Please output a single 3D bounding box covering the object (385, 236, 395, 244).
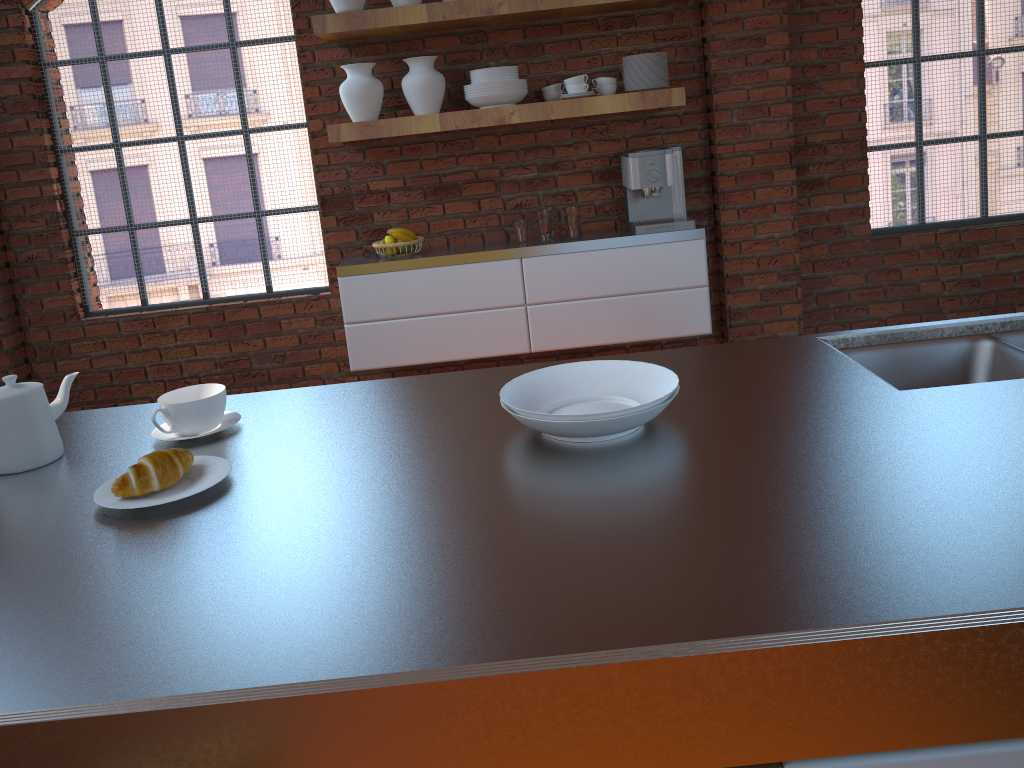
[{"bbox_3d":[-0.549,-0.646,3.958,0.045,0.052,0.052,-8,13,-10],"label":"object"}]

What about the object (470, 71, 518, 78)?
[{"bbox_3d":[-0.075,-1.336,3.867,0.214,0.054,0.219,-8,16,-7],"label":"object"}]

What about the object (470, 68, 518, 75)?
[{"bbox_3d":[-0.076,-1.345,3.866,0.214,0.054,0.219,-8,16,-7],"label":"object"}]

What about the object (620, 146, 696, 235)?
[{"bbox_3d":[0.655,-0.882,3.958,0.270,0.362,0.388,-6,13,1],"label":"object"}]

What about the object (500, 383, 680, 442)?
[{"bbox_3d":[0.125,0.038,1.396,0.285,0.054,0.286,-14,18,-26],"label":"object"}]

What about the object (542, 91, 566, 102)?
[{"bbox_3d":[0.188,-1.303,4.000,0.093,0.046,0.100,-11,16,-19],"label":"object"}]

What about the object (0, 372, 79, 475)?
[{"bbox_3d":[-0.841,0.059,1.505,0.118,0.152,0.202,-5,14,7],"label":"object"}]

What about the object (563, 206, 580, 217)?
[{"bbox_3d":[0.271,-0.739,3.939,0.078,0.102,0.079,-3,12,13],"label":"object"}]

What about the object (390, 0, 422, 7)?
[{"bbox_3d":[-0.454,-1.661,3.781,0.181,0.101,0.184,4,18,36],"label":"object"}]

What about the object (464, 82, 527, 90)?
[{"bbox_3d":[-0.070,-1.287,3.876,0.283,0.054,0.287,-11,16,-15],"label":"object"}]

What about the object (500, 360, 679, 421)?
[{"bbox_3d":[0.124,0.028,1.395,0.285,0.054,0.286,-14,18,-26],"label":"object"}]

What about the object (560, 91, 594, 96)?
[{"bbox_3d":[0.284,-1.265,3.848,0.156,0.012,0.155,-18,20,-37],"label":"object"}]

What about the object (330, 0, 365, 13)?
[{"bbox_3d":[-0.697,-1.626,3.748,0.181,0.101,0.184,4,18,36],"label":"object"}]

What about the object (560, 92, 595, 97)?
[{"bbox_3d":[0.285,-1.261,3.849,0.156,0.012,0.155,-18,20,-37],"label":"object"}]

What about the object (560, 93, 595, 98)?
[{"bbox_3d":[0.285,-1.256,3.849,0.156,0.012,0.155,-18,20,-37],"label":"object"}]

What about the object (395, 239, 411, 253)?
[{"bbox_3d":[-0.497,-0.628,3.988,0.076,0.064,0.079,3,16,33],"label":"object"}]

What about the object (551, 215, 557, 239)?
[{"bbox_3d":[0.172,-0.718,4.040,0.077,0.102,0.080,1,14,30],"label":"object"}]

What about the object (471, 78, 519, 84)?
[{"bbox_3d":[-0.072,-1.305,3.872,0.214,0.054,0.219,-8,16,-7],"label":"object"}]

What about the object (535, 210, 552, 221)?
[{"bbox_3d":[0.144,-0.719,3.918,0.077,0.102,0.080,1,14,30],"label":"object"}]

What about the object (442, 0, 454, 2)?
[{"bbox_3d":[-0.260,-1.676,3.830,0.099,0.060,0.101,6,18,39],"label":"object"}]

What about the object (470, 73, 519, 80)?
[{"bbox_3d":[-0.074,-1.326,3.869,0.214,0.054,0.219,-8,16,-7],"label":"object"}]

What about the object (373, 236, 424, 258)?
[{"bbox_3d":[-0.514,-0.619,4.010,0.240,0.069,0.237,-20,20,-40],"label":"object"}]

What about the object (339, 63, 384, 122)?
[{"bbox_3d":[-0.662,-1.281,3.883,0.193,0.244,0.196,4,16,39],"label":"object"}]

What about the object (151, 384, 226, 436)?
[{"bbox_3d":[-0.573,0.051,1.578,0.125,0.068,0.118,-10,15,-14],"label":"object"}]

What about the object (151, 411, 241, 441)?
[{"bbox_3d":[-0.566,0.079,1.584,0.154,0.012,0.158,3,18,28],"label":"object"}]

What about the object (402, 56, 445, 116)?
[{"bbox_3d":[-0.389,-1.309,3.881,0.194,0.244,0.195,-12,13,-27],"label":"object"}]

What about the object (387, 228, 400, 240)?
[{"bbox_3d":[-0.535,-0.683,4.014,0.068,0.060,0.071,-2,14,17],"label":"object"}]

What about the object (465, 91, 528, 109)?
[{"bbox_3d":[-0.066,-1.247,3.882,0.283,0.054,0.287,-11,16,-15],"label":"object"}]

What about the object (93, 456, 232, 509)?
[{"bbox_3d":[-0.519,0.150,1.316,0.194,0.013,0.200,0,17,21],"label":"object"}]

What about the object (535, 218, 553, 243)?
[{"bbox_3d":[0.148,-0.682,3.924,0.077,0.102,0.080,1,14,30],"label":"object"}]

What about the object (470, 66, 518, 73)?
[{"bbox_3d":[-0.077,-1.355,3.864,0.214,0.054,0.219,-8,16,-7],"label":"object"}]

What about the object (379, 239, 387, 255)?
[{"bbox_3d":[-0.570,-0.625,4.004,0.074,0.074,0.074,-12,14,-24],"label":"object"}]

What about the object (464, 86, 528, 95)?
[{"bbox_3d":[-0.068,-1.268,3.879,0.283,0.054,0.287,-11,16,-15],"label":"object"}]

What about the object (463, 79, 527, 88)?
[{"bbox_3d":[-0.071,-1.297,3.874,0.283,0.054,0.287,-11,16,-15],"label":"object"}]

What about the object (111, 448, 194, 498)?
[{"bbox_3d":[-0.532,0.128,1.317,0.062,0.050,0.141,-1,16,19],"label":"object"}]

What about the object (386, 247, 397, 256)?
[{"bbox_3d":[-0.542,-0.598,3.954,0.055,0.045,0.047,3,16,33],"label":"object"}]

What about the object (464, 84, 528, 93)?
[{"bbox_3d":[-0.069,-1.278,3.877,0.283,0.054,0.287,-11,16,-15],"label":"object"}]

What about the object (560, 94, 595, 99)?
[{"bbox_3d":[0.286,-1.252,3.850,0.156,0.012,0.155,-18,20,-37],"label":"object"}]

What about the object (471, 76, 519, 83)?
[{"bbox_3d":[-0.073,-1.315,3.871,0.214,0.054,0.219,-8,16,-7],"label":"object"}]

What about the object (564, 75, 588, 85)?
[{"bbox_3d":[0.273,-1.313,3.832,0.092,0.057,0.102,-10,15,-15],"label":"object"}]

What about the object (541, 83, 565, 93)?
[{"bbox_3d":[0.180,-1.332,3.992,0.093,0.057,0.101,-14,17,-30],"label":"object"}]

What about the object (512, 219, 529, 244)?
[{"bbox_3d":[0.044,-0.691,4.000,0.078,0.102,0.079,-13,14,-28],"label":"object"}]

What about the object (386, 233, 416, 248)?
[{"bbox_3d":[-0.478,-0.643,3.953,0.064,0.092,0.180,2,17,36],"label":"object"}]

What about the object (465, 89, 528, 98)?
[{"bbox_3d":[-0.067,-1.257,3.880,0.283,0.054,0.287,-11,16,-15],"label":"object"}]

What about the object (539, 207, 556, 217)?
[{"bbox_3d":[0.167,-0.755,4.034,0.077,0.102,0.080,1,14,30],"label":"object"}]
